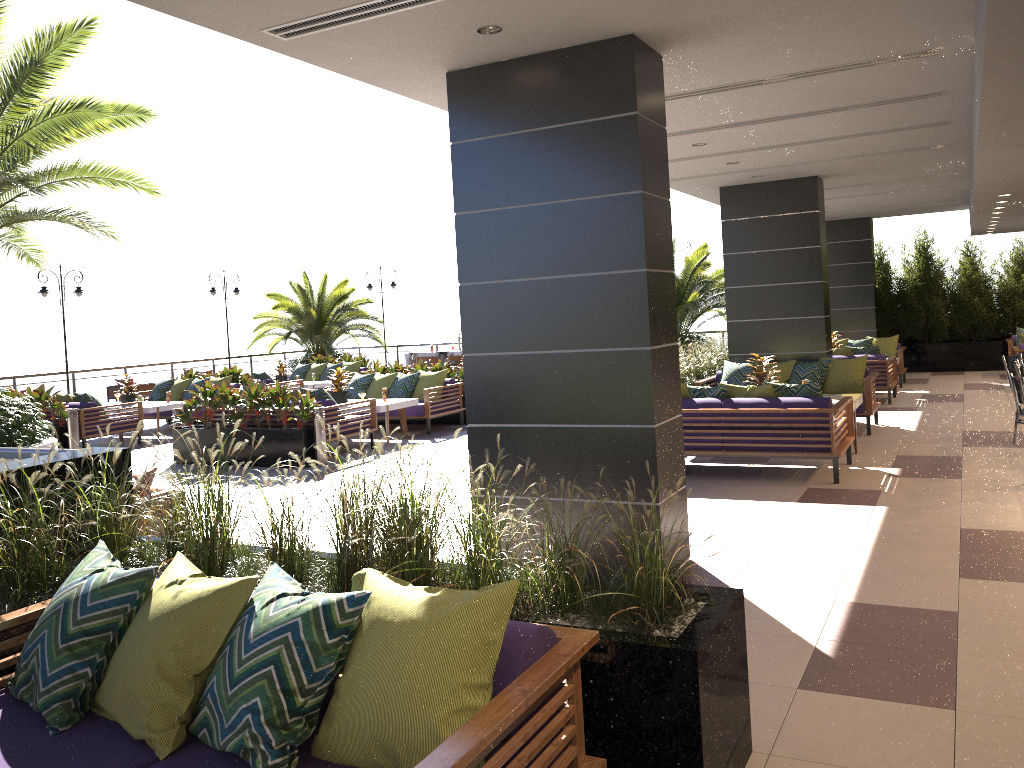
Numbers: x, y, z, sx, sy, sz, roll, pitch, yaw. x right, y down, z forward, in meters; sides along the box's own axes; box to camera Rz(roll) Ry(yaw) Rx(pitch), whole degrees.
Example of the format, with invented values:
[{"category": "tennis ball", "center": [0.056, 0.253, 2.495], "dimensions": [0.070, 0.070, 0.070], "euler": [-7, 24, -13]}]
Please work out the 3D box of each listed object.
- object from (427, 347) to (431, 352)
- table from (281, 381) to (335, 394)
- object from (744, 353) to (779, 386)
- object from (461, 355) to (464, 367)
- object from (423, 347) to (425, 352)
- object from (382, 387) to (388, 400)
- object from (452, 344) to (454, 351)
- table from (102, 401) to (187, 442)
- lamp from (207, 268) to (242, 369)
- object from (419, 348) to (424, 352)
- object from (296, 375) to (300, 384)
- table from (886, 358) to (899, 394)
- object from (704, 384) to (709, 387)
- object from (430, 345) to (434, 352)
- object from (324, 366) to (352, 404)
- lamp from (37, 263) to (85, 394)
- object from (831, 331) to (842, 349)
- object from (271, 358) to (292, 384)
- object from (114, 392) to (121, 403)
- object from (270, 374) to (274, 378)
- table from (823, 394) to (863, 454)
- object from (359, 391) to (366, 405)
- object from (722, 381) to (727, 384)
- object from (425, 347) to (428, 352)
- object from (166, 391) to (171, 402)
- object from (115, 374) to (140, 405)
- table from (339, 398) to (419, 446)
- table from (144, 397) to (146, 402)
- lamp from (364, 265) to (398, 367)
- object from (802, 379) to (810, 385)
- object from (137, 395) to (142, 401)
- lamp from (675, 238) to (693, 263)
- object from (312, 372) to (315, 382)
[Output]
[{"category": "object", "center": [-2.094, -0.820, 22.400], "dimensions": [0.105, 0.209, 0.105], "euler": [-3, 2, 2]}, {"category": "table", "center": [-4.690, 0.268, 18.299], "dimensions": [2.035, 0.553, 0.944], "euler": [-1, 4, 27]}, {"category": "object", "center": [2.838, -0.090, 10.073], "dimensions": [0.429, 0.526, 0.426], "euler": [-2, 3, 40]}, {"category": "object", "center": [-0.768, -0.343, 16.210], "dimensions": [0.424, 0.526, 0.431], "euler": [-2, 3, 40]}, {"category": "object", "center": [-2.253, -0.827, 22.608], "dimensions": [0.105, 0.209, 0.105], "euler": [-3, 2, 2]}, {"category": "object", "center": [-1.842, 0.143, 12.823], "dimensions": [0.067, 0.189, 0.084], "euler": [-4, 2, -33]}, {"category": "object", "center": [-1.442, -0.890, 21.670], "dimensions": [0.069, 0.181, 0.069], "euler": [-3, 1, -1]}, {"category": "table", "center": [-6.427, 0.623, 14.917], "dimensions": [2.035, 0.553, 0.944], "euler": [-1, 4, 27]}, {"category": "lamp", "center": [-7.261, -1.299, 22.614], "dimensions": [0.263, 3.324, 1.125], "euler": [-3, 1, 27]}, {"category": "object", "center": [-2.299, -0.816, 22.502], "dimensions": [0.105, 0.209, 0.105], "euler": [-3, 2, 2]}, {"category": "object", "center": [-4.298, -0.087, 17.762], "dimensions": [0.067, 0.189, 0.084], "euler": [-4, 2, -33]}, {"category": "table", "center": [5.629, -0.117, 15.457], "dimensions": [2.035, 0.553, 0.944], "euler": [-1, 4, 27]}, {"category": "object", "center": [2.223, 0.101, 10.101], "dimensions": [0.069, 0.211, 0.069], "euler": [-3, 1, 10]}, {"category": "object", "center": [-1.979, -0.884, 21.942], "dimensions": [0.067, 0.189, 0.084], "euler": [-4, 2, -38]}, {"category": "object", "center": [-2.502, 0.012, 12.841], "dimensions": [0.430, 0.526, 0.426], "euler": [-1, 3, 45]}, {"category": "lamp", "center": [-9.355, -0.870, 18.538], "dimensions": [0.263, 3.324, 1.125], "euler": [-3, 1, 27]}, {"category": "object", "center": [5.597, -0.655, 15.452], "dimensions": [0.430, 0.526, 0.426], "euler": [-1, 3, 45]}, {"category": "object", "center": [-4.783, -0.265, 18.268], "dimensions": [0.426, 0.526, 0.430], "euler": [-5, 3, -35]}, {"category": "object", "center": [-6.891, 0.233, 15.469], "dimensions": [0.106, 0.197, 0.105], "euler": [-4, 2, -30]}, {"category": "object", "center": [-5.119, -0.125, 18.852], "dimensions": [0.106, 0.197, 0.105], "euler": [-4, 2, -30]}, {"category": "table", "center": [2.873, 0.448, 10.089], "dimensions": [2.035, 0.553, 0.944], "euler": [-1, 4, 27]}, {"category": "object", "center": [-2.084, 0.190, 12.336], "dimensions": [0.106, 0.197, 0.105], "euler": [-4, 2, -30]}, {"category": "object", "center": [2.558, 0.057, 10.633], "dimensions": [0.069, 0.181, 0.069], "euler": [-3, 1, 10]}, {"category": "object", "center": [-2.163, -0.824, 22.503], "dimensions": [0.105, 0.209, 0.105], "euler": [-3, 2, 2]}, {"category": "object", "center": [-5.791, 0.213, 14.932], "dimensions": [0.067, 0.189, 0.084], "euler": [-4, 2, -33]}, {"category": "object", "center": [-6.460, 0.088, 14.877], "dimensions": [0.431, 0.526, 0.425], "euler": [-5, 3, -30]}, {"category": "table", "center": [-2.460, 0.547, 12.871], "dimensions": [2.035, 0.553, 0.944], "euler": [-1, 4, 27]}, {"category": "table", "center": [-7.893, 0.286, 20.263], "dimensions": [0.754, 0.589, 0.742], "euler": [-2, 3, 27]}, {"category": "lamp", "center": [-3.590, -1.676, 24.798], "dimensions": [1.121, 3.324, 0.264], "euler": [-3, 1, 27]}, {"category": "object", "center": [3.376, 0.040, 10.171], "dimensions": [0.067, 0.189, 0.084], "euler": [-4, 2, -38]}, {"category": "object", "center": [-6.014, 0.270, 14.298], "dimensions": [0.082, 0.197, 0.069], "euler": [-4, 1, -21]}, {"category": "lamp", "center": [3.817, -1.818, 20.979], "dimensions": [1.121, 3.324, 0.264], "euler": [-3, 1, 27]}, {"category": "object", "center": [-4.116, -0.153, 18.362], "dimensions": [0.068, 0.211, 0.069], "euler": [-3, 1, 15]}]
